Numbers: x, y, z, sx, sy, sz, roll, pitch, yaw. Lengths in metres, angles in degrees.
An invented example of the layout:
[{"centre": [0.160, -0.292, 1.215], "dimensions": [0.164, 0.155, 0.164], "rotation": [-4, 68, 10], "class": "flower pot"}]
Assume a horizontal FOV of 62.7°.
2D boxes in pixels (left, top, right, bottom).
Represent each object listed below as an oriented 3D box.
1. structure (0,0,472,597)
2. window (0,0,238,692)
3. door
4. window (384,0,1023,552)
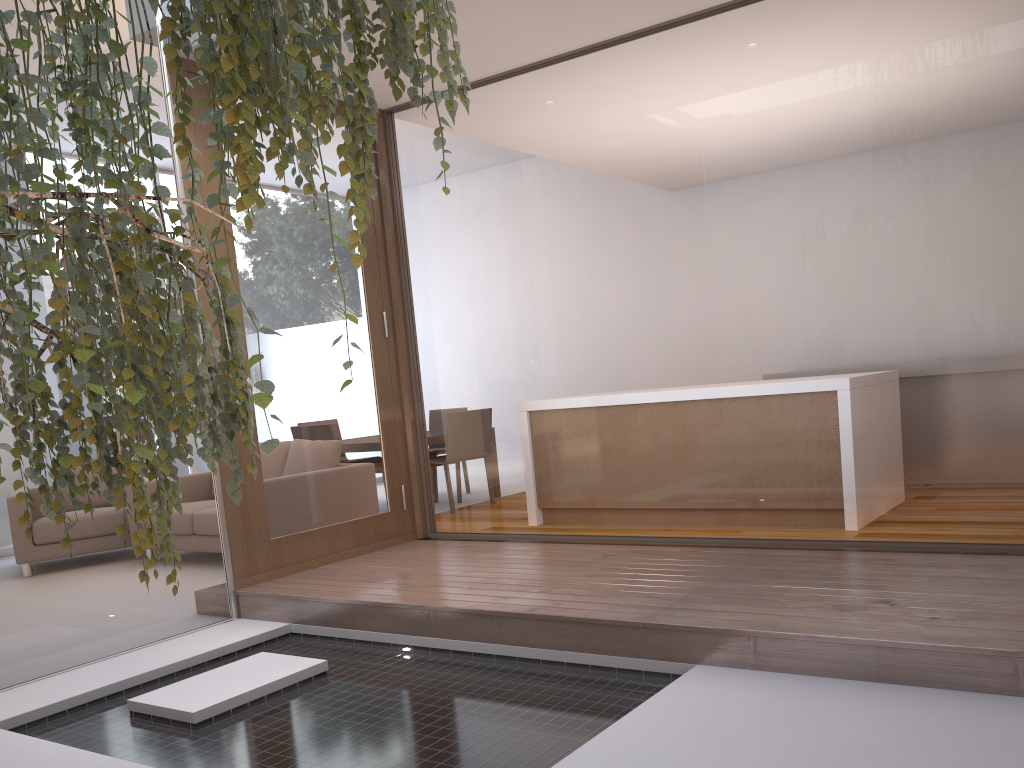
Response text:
[{"centre": [-1.135, -0.850, 1.065], "dimensions": [2.149, 4.025, 1.967], "rotation": [-4, 5, 30], "class": "structure"}, {"centre": [-2.448, -0.396, 2.632], "dimensions": [0.044, 3.280, 3.185], "rotation": [-2, 4, 38], "class": "window"}, {"centre": [-1.026, -0.278, 4.352], "dimensions": [0.098, 2.384, 1.056], "rotation": [-2, 6, 38], "class": "door"}, {"centre": [1.165, -0.478, 3.829], "dimensions": [4.115, 2.490, 0.069], "rotation": [-5, 5, 31], "class": "window"}]
